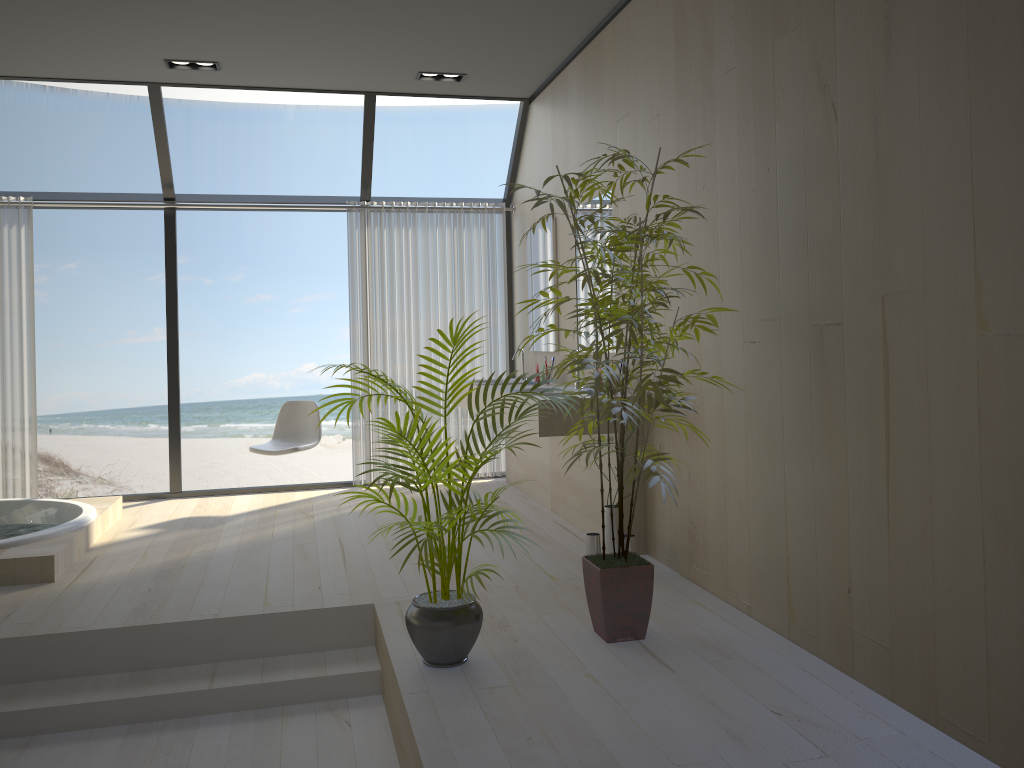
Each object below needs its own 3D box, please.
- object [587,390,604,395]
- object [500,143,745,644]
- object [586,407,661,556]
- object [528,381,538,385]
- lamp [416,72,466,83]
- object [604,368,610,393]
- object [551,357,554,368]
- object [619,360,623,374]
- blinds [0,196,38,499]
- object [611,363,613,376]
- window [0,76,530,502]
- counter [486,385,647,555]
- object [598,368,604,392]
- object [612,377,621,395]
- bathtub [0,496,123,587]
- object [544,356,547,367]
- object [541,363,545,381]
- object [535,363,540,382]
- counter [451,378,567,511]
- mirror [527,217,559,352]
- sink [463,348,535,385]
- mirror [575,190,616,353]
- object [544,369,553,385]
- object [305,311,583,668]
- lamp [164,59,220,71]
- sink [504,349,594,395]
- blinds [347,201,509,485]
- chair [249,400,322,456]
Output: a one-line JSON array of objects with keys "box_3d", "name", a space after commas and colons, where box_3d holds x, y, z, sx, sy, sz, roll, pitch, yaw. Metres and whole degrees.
[{"box_3d": [0.424, 0.042, 4.437, 0.104, 0.029, 0.032, 0, 2, 27], "name": "object"}, {"box_3d": [0.426, 0.025, 3.173, 0.786, 1.757, 0.936, -1, 0, 11], "name": "object"}, {"box_3d": [0.545, 0.480, 4.156, 0.407, 0.749, 0.273, -2, 0, -26], "name": "object"}, {"box_3d": [0.137, -0.011, 5.608, 0.104, 0.029, 0.032, 0, 2, 27], "name": "object"}, {"box_3d": [-0.456, -2.013, 5.657, 0.301, 0.112, 0.164, -2, 2, -14], "name": "lamp"}, {"box_3d": [0.492, -0.018, 4.619, 0.039, 0.135, 0.039, -2, 0, 28], "name": "object"}, {"box_3d": [0.245, -0.086, 5.606, 0.054, 0.175, 0.012, -1, -1, 11], "name": "object"}, {"box_3d": [0.532, -0.033, 4.435, 0.054, 0.175, 0.012, -1, -1, 11], "name": "object"}, {"box_3d": [-3.771, -0.203, 5.820, 1.183, 2.071, 0.084, -1, 0, -14], "name": "blinds"}, {"box_3d": [0.503, -0.033, 4.411, 0.012, 0.178, 0.050, -2, 0, 26], "name": "object"}, {"box_3d": [-2.145, -0.596, 6.025, 4.562, 2.815, 0.744, -2, 0, -14], "name": "window"}, {"box_3d": [0.257, 0.436, 4.846, 0.550, 0.790, 1.206, -2, 2, -14], "name": "counter"}, {"box_3d": [0.450, -0.012, 4.513, 0.039, 0.135, 0.039, -2, 0, 28], "name": "object"}, {"box_3d": [0.517, 0.008, 4.438, 0.058, 0.100, 0.058, -1, 0, -3], "name": "object"}, {"box_3d": [-3.182, 0.855, 4.652, 1.822, 0.698, 1.648, -2, 2, -14], "name": "bathtub"}, {"box_3d": [0.216, -0.085, 5.583, 0.012, 0.178, 0.050, -2, 0, 26], "name": "object"}, {"box_3d": [0.205, -0.071, 5.790, 0.039, 0.135, 0.039, -2, 0, 35], "name": "object"}, {"box_3d": [0.163, -0.064, 5.684, 0.039, 0.135, 0.039, -2, 0, 35], "name": "object"}, {"box_3d": [-0.030, 0.383, 6.017, 0.550, 0.790, 1.206, -2, 2, -14], "name": "counter"}, {"box_3d": [0.203, -0.656, 6.003, 0.023, 0.868, 0.653, -1, 1, -14], "name": "mirror"}, {"box_3d": [-0.078, -0.028, 5.976, 0.504, 0.419, 0.574, -2, 2, -10], "name": "sink"}, {"box_3d": [0.476, -0.612, 5.003, 0.023, 0.868, 0.653, -1, 1, -14], "name": "mirror"}, {"box_3d": [0.230, -0.045, 5.609, 0.058, 0.100, 0.058, -1, 0, -7], "name": "object"}, {"box_3d": [-0.283, 0.341, 2.952, 0.915, 1.157, 0.751, -1, 1, 20], "name": "object"}, {"box_3d": [-1.913, -1.959, 5.300, 0.301, 0.112, 0.164, -2, 2, -14], "name": "lamp"}, {"box_3d": [0.209, 0.024, 4.805, 0.504, 0.419, 0.574, -2, 2, -10], "name": "sink"}, {"box_3d": [-0.611, -0.320, 6.595, 1.183, 2.071, 0.084, -1, 0, -14], "name": "blinds"}, {"box_3d": [-1.520, 0.299, 6.002, 0.369, 0.347, 0.455, -1, 2, 15], "name": "chair"}]
